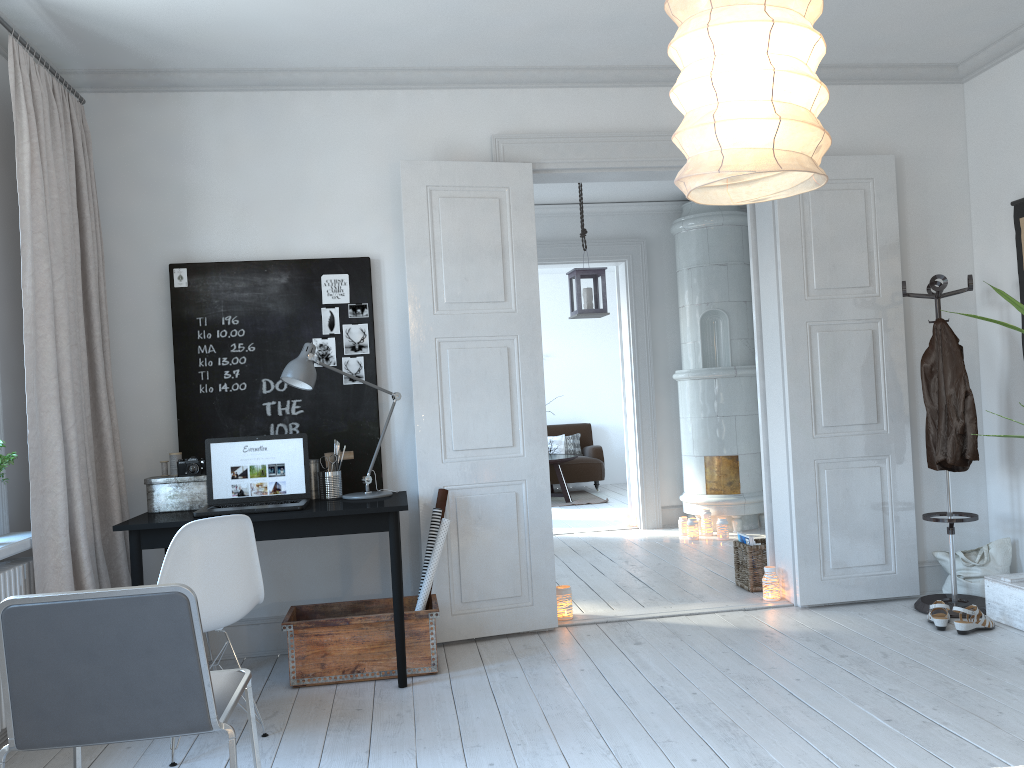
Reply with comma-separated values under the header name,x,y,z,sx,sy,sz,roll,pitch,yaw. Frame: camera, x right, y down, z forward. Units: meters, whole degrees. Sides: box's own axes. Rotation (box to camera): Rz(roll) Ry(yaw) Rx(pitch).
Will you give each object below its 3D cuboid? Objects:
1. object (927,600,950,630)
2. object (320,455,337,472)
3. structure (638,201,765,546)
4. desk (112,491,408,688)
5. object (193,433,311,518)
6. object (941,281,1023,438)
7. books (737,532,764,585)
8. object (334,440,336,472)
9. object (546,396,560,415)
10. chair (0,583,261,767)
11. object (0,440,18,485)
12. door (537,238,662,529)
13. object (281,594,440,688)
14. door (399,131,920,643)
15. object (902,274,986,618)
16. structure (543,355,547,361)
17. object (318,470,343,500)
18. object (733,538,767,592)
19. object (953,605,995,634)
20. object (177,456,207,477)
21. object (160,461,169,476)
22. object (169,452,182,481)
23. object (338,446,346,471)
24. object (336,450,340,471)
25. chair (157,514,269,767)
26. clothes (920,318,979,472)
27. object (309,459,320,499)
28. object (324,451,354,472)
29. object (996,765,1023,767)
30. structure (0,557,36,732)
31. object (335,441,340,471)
name,x,y,z,sx,sy,sz,roll,pitch,yaw
object,2.008,1.069,4.177,0.099,0.126,0.272,-3,-1,25
object,-0.855,0.429,4.118,0.081,0.198,0.050,-3,0,18
structure,1.617,-0.114,7.305,0.801,2.827,1.247,-3,0,38
desk,-1.021,0.917,3.891,1.159,0.759,0.651,-3,-1,-7
object,-1.111,0.384,3.798,0.445,0.315,0.325,-3,-1,-7
object,2.297,0.322,3.485,1.044,1.554,0.288,-3,0,22
books,1.450,1.018,5.171,0.201,0.300,0.179,-3,0,-7
object,-0.825,0.394,4.126,0.008,0.267,0.060,-3,0,9
object,0.199,0.324,10.212,0.845,1.066,0.525,-3,-1,-37
chair,-0.926,0.857,2.199,0.562,0.797,0.525,-3,0,-7
object,-1.935,0.377,3.145,0.272,0.407,0.309,-4,-1,43
door,0.382,0.043,7.691,2.598,2.505,0.577,-3,0,-7
object,-0.655,1.135,3.936,0.664,0.282,0.339,-3,-1,-7
door,0.769,-0.040,4.700,2.598,2.505,0.577,-3,0,-7
object,2.169,0.297,4.433,0.374,1.658,0.374,-3,0,0
structure,-0.053,-0.370,11.513,1.025,0.478,0.085,-3,0,-7
object,-0.840,0.468,4.109,0.108,0.128,0.108,-3,-1,8
object,1.465,1.050,5.172,0.270,0.265,0.224,-3,-1,-7
object,2.116,1.060,4.050,0.272,0.126,0.099,-3,-1,-35
object,-1.418,0.364,3.926,0.137,0.087,0.073,-3,-1,-7
object,-1.583,0.385,4.039,0.040,0.069,0.040,-3,0,-19
object,-1.520,0.377,3.981,0.056,0.130,0.167,-3,-1,-9
object,-0.804,0.408,4.114,0.084,0.240,0.009,-3,0,-30
object,-0.815,0.418,4.118,0.009,0.222,0.082,-3,0,22
chair,-1.158,0.877,3.229,0.474,0.824,0.554,-3,-1,-42
clothes,2.147,0.056,4.362,0.237,0.770,0.211,-3,0,26
object,-0.940,0.450,4.168,0.079,0.188,0.079,-3,0,-28
object,-0.804,0.424,4.168,0.138,0.209,0.034,-3,0,-27
object,0.331,0.600,1.117,1.460,0.104,0.405,-3,-1,-7
structure,-1.862,0.943,2.823,0.195,0.547,1.506,-3,-1,-7
object,-0.821,0.396,4.127,0.012,0.264,0.062,-3,0,35
